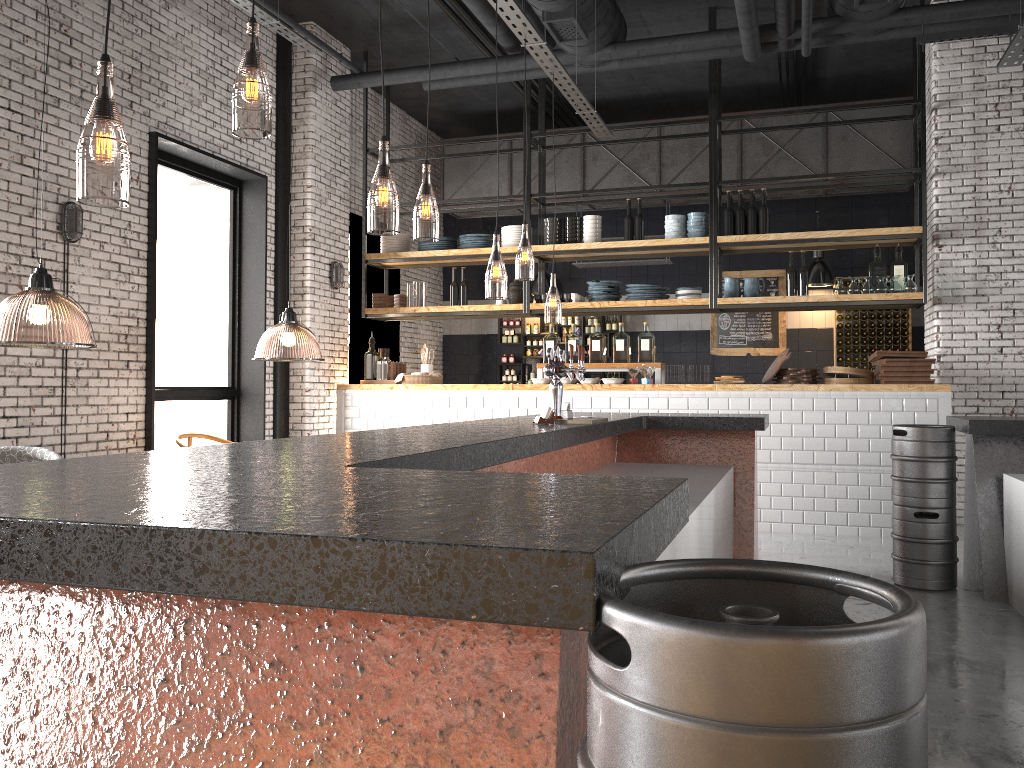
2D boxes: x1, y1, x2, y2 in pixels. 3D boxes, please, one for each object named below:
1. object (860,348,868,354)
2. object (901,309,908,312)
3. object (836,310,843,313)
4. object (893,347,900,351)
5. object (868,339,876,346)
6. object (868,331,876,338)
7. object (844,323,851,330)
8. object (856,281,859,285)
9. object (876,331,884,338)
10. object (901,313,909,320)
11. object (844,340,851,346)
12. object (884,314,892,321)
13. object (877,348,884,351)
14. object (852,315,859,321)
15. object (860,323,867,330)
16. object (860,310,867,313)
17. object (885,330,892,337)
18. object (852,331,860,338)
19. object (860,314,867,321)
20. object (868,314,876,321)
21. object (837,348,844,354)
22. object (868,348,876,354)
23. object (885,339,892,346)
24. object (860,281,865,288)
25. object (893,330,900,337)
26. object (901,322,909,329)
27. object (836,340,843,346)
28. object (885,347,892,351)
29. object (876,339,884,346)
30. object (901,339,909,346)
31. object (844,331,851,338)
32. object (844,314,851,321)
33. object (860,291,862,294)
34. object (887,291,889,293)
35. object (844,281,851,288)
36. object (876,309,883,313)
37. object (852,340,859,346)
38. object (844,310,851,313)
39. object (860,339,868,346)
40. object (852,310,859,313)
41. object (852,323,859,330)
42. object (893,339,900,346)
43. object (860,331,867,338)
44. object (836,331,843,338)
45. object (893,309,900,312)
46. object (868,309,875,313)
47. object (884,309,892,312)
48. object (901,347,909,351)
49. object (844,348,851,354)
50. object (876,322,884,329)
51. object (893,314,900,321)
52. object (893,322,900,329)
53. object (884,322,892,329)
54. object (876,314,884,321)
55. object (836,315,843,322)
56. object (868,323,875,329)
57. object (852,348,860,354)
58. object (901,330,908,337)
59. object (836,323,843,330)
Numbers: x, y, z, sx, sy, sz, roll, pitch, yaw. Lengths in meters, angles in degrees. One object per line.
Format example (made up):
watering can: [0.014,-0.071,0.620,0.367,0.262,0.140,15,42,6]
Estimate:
object: [4.411,-0.414,11.104,0.079,0.079,0.283,0,0,18]
object: [4.861,-0.940,10.972,0.079,0.079,0.283,0,0,18]
object: [4.148,-0.940,11.220,0.079,0.079,0.283,0,0,18]
object: [4.775,-0.414,11.002,0.079,0.079,0.283,0,0,18]
object: [4.495,-0.519,11.059,0.079,0.079,0.283,0,0,18]
object: [4.494,-0.625,11.058,0.079,0.079,0.283,0,0,18]
object: [4.225,-0.730,11.148,0.079,0.079,0.283,0,0,18]
object: [4.323,-1.255,11.155,0.079,0.079,0.283,0,0,18]
object: [4.591,-0.624,11.051,0.079,0.079,0.283,0,0,18]
object: [4.858,-0.835,10.961,0.079,0.079,0.283,0,0,18]
object: [4.238,-0.519,11.184,0.079,0.079,0.283,0,0,18]
object: [4.688,-0.835,11.046,0.079,0.079,0.283,0,0,18]
object: [4.597,-0.414,11.064,0.079,0.079,0.283,0,0,18]
object: [4.327,-0.835,11.158,0.079,0.079,0.283,0,0,18]
object: [4.418,-0.729,11.131,0.079,0.079,0.283,0,0,18]
object: [4.405,-0.940,11.095,0.079,0.079,0.283,0,0,18]
object: [4.675,-0.624,11.004,0.079,0.079,0.283,0,0,18]
object: [4.316,-0.625,11.120,0.079,0.079,0.283,0,0,18]
object: [4.412,-0.835,11.115,0.079,0.079,0.283,0,0,18]
object: [4.496,-0.835,11.067,0.079,0.079,0.283,0,0,18]
object: [4.135,-0.414,11.169,0.079,0.079,0.283,0,0,18]
object: [4.501,-0.414,11.075,0.079,0.079,0.283,0,0,18]
object: [4.674,-0.519,10.997,0.079,0.079,0.283,0,0,18]
object: [4.419,-1.255,11.145,0.079,0.079,0.283,0,0,18]
object: [4.771,-0.624,10.993,0.079,0.079,0.283,0,0,18]
object: [4.861,-0.729,10.967,0.079,0.079,0.283,0,0,18]
object: [4.142,-0.519,11.194,0.079,0.079,0.283,0,0,18]
object: [4.681,-0.414,11.016,0.079,0.079,0.283,0,0,18]
object: [4.596,-0.519,11.063,0.079,0.079,0.283,0,0,18]
object: [4.860,-0.519,10.961,0.079,0.079,0.283,0,0,18]
object: [4.232,-0.624,11.167,0.079,0.079,0.283,0,0,18]
object: [4.226,-0.835,11.155,0.079,0.079,0.283,0,0,18]
object: [4.413,-1.150,11.123,0.079,0.079,0.283,0,0,18]
object: [4.682,-1.150,11.036,0.079,0.079,0.283,0,0,18]
object: [4.238,-1.255,11.199,0.079,0.079,0.283,0,0,18]
object: [4.589,-0.940,11.051,0.079,0.079,0.283,0,0,18]
object: [4.326,-0.519,11.150,0.079,0.079,0.283,0,0,18]
object: [4.233,-0.940,11.176,0.079,0.079,0.283,0,0,18]
object: [4.404,-0.519,11.084,0.079,0.079,0.283,0,0,18]
object: [4.329,-0.940,11.165,0.079,0.079,0.283,0,0,18]
object: [4.322,-0.730,11.141,0.079,0.079,0.283,0,0,18]
object: [4.775,-0.519,11.005,0.079,0.079,0.283,0,0,18]
object: [4.412,-0.624,11.109,0.079,0.079,0.283,0,0,18]
object: [4.147,-0.624,11.212,0.079,0.079,0.283,0,0,18]
object: [4.766,-0.940,10.983,0.079,0.079,0.283,0,0,18]
object: [4.502,-0.940,11.088,0.079,0.079,0.283,0,0,18]
object: [4.682,-0.940,11.030,0.079,0.079,0.283,0,0,18]
object: [4.854,-0.414,10.940,0.079,0.079,0.283,0,0,18]
object: [4.231,-0.414,11.162,0.079,0.079,0.283,0,0,18]
object: [4.596,-0.729,11.069,0.079,0.079,0.283,0,0,18]
object: [4.776,-0.835,11.013,0.079,0.079,0.283,0,0,18]
object: [4.776,-0.729,11.011,0.079,0.079,0.283,0,0,18]
object: [4.681,-0.730,11.025,0.079,0.079,0.283,0,0,18]
object: [4.592,-0.835,11.057,0.079,0.079,0.283,0,0,18]
object: [4.143,-0.835,11.202,0.079,0.079,0.283,0,0,18]
object: [4.506,-0.729,11.097,0.079,0.079,0.283,0,0,18]
object: [4.319,-0.414,11.124,0.079,0.079,0.283,0,0,18]
object: [4.867,-0.624,10.983,0.079,0.079,0.283,0,0,18]
object: [4.140,-0.730,11.191,0.079,0.079,0.283,0,0,18]
